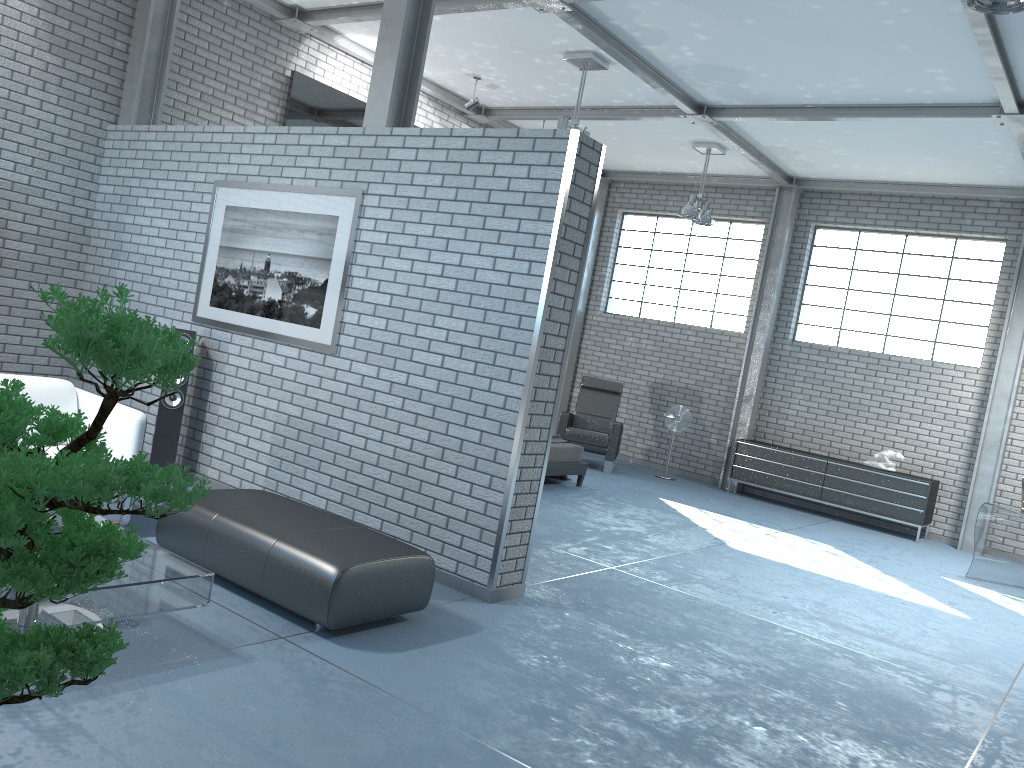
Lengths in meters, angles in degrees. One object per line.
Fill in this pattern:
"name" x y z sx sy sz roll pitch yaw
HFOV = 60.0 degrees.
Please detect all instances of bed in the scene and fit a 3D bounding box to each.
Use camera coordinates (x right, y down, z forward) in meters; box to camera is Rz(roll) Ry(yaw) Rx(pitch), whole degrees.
"bed" -0.590 0.510 9.208 2.261 0.674 2.290 12 3 35

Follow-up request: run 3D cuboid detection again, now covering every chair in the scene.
"chair" 1.025 0.478 11.232 0.763 1.099 0.940 11 3 10
"chair" -2.533 0.329 4.636 0.919 0.661 0.767 13 4 38

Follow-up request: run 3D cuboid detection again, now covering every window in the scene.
"window" 2.388 -1.566 12.316 2.200 1.500 0.100 12 3 35
"window" 4.620 -1.079 10.697 2.200 1.500 0.100 12 3 35

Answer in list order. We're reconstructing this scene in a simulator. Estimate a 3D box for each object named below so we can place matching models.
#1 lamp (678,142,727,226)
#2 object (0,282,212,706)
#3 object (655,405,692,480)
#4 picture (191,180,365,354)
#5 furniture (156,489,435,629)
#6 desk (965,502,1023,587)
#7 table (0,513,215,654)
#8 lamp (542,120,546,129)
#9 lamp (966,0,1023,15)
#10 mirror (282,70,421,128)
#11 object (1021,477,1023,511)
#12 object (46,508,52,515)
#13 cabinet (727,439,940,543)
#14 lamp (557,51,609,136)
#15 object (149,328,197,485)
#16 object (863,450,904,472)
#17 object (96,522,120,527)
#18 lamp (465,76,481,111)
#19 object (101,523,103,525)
"lamp" 2.213 -2.328 10.290 0.300 0.872 0.639 12 3 35
"object" -0.753 0.515 1.149 0.586 1.362 1.032 10 3 -5
"object" 2.043 0.733 11.310 0.342 0.954 0.258 10 3 1
"picture" -1.588 -0.809 5.849 1.490 1.015 0.020 12 3 35
"furniture" -1.062 0.792 4.304 1.291 0.301 0.685 12 3 35
"desk" 4.488 1.492 7.425 0.593 0.718 1.358 10 3 0
"table" -1.781 0.762 3.293 0.900 0.300 0.900 12 3 35
"lamp" 0.333 -2.943 10.329 0.161 0.343 0.137 11 3 5
"lamp" 2.013 -2.032 3.532 0.300 0.872 0.639 12 3 35
"mirror" -1.389 -1.115 9.797 0.050 3.500 3.400 12 3 35
"object" 4.522 0.983 7.494 0.320 0.288 0.380 11 3 10
"object" -1.903 0.513 3.573 0.089 0.120 0.089 10 3 1
"cabinet" 3.755 1.223 10.525 2.250 0.682 0.510 12 3 35
"lamp" 0.598 -2.511 8.010 0.300 0.872 0.639 12 3 35
"object" -2.314 0.151 6.032 0.159 1.045 0.254 9 3 -20
"object" 4.272 0.864 10.185 0.151 0.244 0.496 9 3 -30
"object" -1.641 0.583 3.561 0.024 0.052 0.128 12 3 29
"lamp" -0.409 -3.033 9.278 0.167 0.332 0.137 12 3 25
"object" -1.663 0.591 3.525 0.108 0.056 0.108 12 3 32
